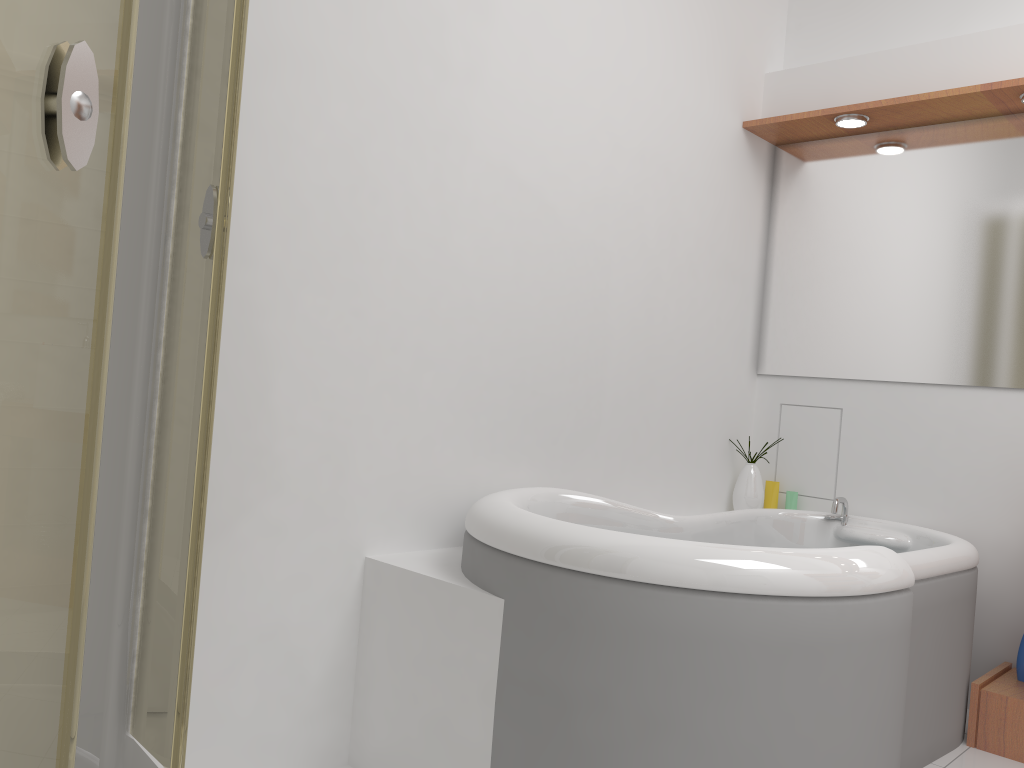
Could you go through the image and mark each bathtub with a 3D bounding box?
[{"bbox_3d":[0.642,0.660,2.405,1.055,0.674,1.863,5,0,43],"label":"bathtub"}]

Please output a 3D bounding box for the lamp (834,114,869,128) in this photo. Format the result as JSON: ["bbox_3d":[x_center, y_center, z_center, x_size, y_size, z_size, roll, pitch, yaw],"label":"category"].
[{"bbox_3d":[1.164,-0.902,3.041,0.113,0.021,0.113,5,0,14],"label":"lamp"}]

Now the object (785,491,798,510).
[{"bbox_3d":[1.030,0.463,3.275,0.038,0.133,0.038,5,0,-13],"label":"object"}]

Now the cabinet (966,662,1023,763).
[{"bbox_3d":[2.044,0.744,2.107,1.635,0.719,0.355,5,0,43],"label":"cabinet"}]

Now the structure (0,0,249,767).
[{"bbox_3d":[-0.682,-0.253,0.974,0.932,2.234,0.933,5,0,43],"label":"structure"}]

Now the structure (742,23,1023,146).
[{"bbox_3d":[1.877,-0.972,2.475,2.606,0.240,0.287,5,0,43],"label":"structure"}]

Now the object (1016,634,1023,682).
[{"bbox_3d":[1.550,0.796,2.631,0.092,0.190,0.044,5,0,10],"label":"object"}]

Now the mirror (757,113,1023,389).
[{"bbox_3d":[1.921,-0.406,2.565,2.600,0.887,0.022,5,0,43],"label":"mirror"}]

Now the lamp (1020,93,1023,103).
[{"bbox_3d":[1.592,-0.868,2.684,0.098,0.018,0.098,5,0,-27],"label":"lamp"}]

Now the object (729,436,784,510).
[{"bbox_3d":[0.892,0.353,3.265,0.215,0.326,0.154,5,0,-16],"label":"object"}]

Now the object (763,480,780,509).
[{"bbox_3d":[0.972,0.446,3.330,0.047,0.162,0.047,5,0,-21],"label":"object"}]
